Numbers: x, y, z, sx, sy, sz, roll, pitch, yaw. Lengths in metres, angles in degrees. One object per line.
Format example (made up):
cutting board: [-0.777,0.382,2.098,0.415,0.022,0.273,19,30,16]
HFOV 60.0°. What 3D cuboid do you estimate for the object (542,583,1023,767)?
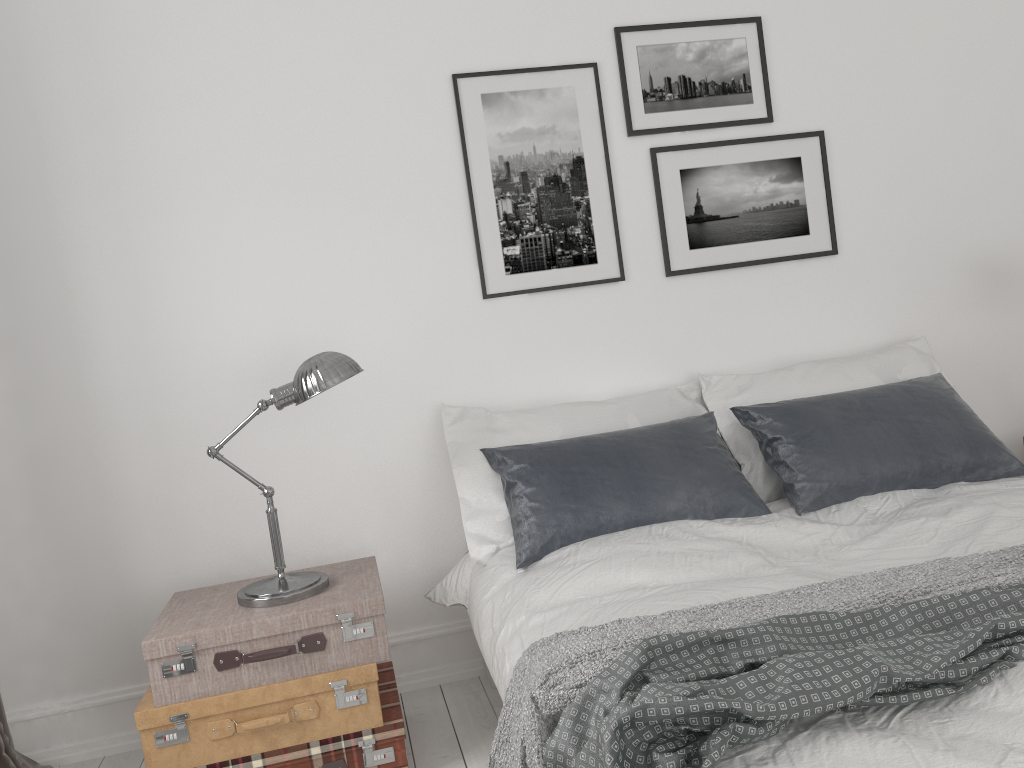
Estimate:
object: [1.099,0.547,1.587,2.154,0.377,0.536,-8,3,-9]

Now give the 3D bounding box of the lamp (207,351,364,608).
lamp: [-0.649,0.269,2.661,0.488,0.699,0.269,-9,4,-11]

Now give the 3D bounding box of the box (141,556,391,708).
box: [-0.709,0.725,2.665,0.647,0.185,0.537,-9,4,-11]

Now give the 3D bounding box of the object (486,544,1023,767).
object: [1.020,0.642,1.953,2.236,0.500,0.521,-8,3,-8]

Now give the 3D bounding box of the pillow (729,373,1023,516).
pillow: [1.225,0.190,2.996,0.842,0.339,0.405,-9,4,-11]

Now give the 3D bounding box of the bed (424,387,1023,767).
bed: [0.961,0.517,2.216,2.217,0.926,2.473,-9,4,-11]

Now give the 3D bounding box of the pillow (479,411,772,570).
pillow: [0.356,0.321,2.836,0.837,0.329,0.405,-9,4,-11]

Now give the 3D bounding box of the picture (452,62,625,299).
picture: [0.104,-0.749,3.258,0.545,0.810,0.015,-9,4,-11]

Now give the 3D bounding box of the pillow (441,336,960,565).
pillow: [0.754,0.195,3.124,1.965,0.529,0.465,-9,4,-12]

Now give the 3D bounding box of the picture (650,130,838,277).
picture: [0.903,-0.699,3.421,0.720,0.486,0.015,-9,4,-11]

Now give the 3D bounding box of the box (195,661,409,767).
box: [-0.656,1.087,2.692,0.647,0.185,0.537,-9,4,-11]

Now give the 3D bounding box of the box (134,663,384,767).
box: [-0.729,0.913,2.667,0.647,0.185,0.537,-9,4,-11]

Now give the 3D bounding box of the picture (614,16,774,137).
picture: [0.695,-1.168,3.364,0.592,0.403,0.015,-9,4,-11]

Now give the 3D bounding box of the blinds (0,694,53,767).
blinds: [-1.554,-0.041,2.407,0.327,2.680,0.779,-9,4,-16]
